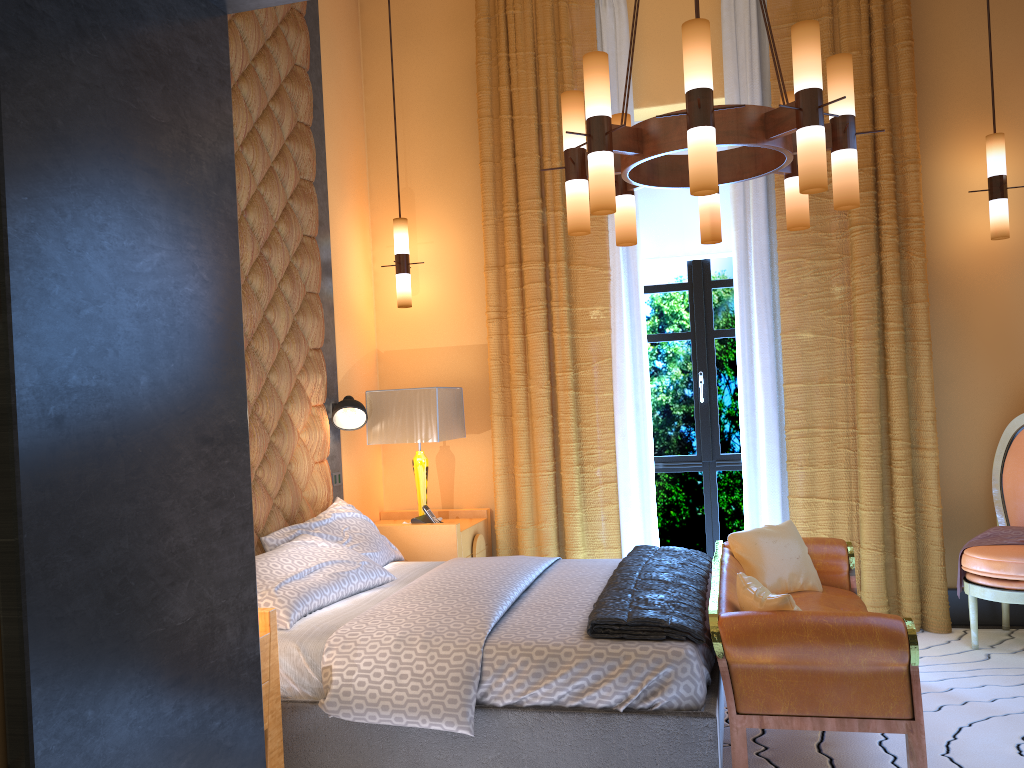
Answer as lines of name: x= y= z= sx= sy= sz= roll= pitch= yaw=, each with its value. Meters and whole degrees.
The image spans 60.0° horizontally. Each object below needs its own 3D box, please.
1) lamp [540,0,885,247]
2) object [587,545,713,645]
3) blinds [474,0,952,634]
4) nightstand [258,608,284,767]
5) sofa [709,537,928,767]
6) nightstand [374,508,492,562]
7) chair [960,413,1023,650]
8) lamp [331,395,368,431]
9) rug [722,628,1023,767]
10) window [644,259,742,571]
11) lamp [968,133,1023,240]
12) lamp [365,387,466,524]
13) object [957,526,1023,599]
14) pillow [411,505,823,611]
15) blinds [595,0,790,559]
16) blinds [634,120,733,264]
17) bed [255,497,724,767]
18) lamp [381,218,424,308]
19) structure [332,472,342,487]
lamp: x=0.664 y=-1.678 z=3.250 sx=1.141 sy=2.168 sz=1.140 roll=-3 pitch=0 yaw=36
object: x=0.589 y=0.804 z=3.564 sx=0.405 sy=0.104 sz=1.461 roll=-3 pitch=-1 yaw=14
blinds: x=1.013 y=-0.690 z=4.951 sx=2.451 sy=4.146 sz=0.134 roll=-3 pitch=0 yaw=14
nightstand: x=-1.151 y=1.090 z=2.615 sx=0.721 sy=0.700 sz=0.708 roll=-3 pitch=-1 yaw=14
sofa: x=1.144 y=1.018 z=3.512 sx=0.650 sy=0.640 sz=1.615 roll=-3 pitch=-1 yaw=14
nightstand: x=-0.518 y=1.117 z=5.157 sx=0.720 sy=0.690 sz=0.680 roll=-3 pitch=-1 yaw=14
chair: x=2.500 y=0.712 z=4.345 sx=0.632 sy=1.147 sz=0.500 roll=-3 pitch=0 yaw=-43
lamp: x=-0.720 y=0.163 z=4.858 sx=0.568 sy=0.218 sz=0.231 roll=-2 pitch=-1 yaw=-28
rug: x=0.690 y=1.358 z=3.372 sx=3.703 sy=0.016 sz=3.387 roll=-3 pitch=-1 yaw=14
window: x=1.155 y=-0.121 z=5.339 sx=1.200 sy=3.000 sz=0.130 roll=-3 pitch=0 yaw=14
lamp: x=2.490 y=-1.010 z=4.547 sx=0.199 sy=0.532 sz=0.199 roll=-3 pitch=0 yaw=-31
lamp: x=-0.529 y=0.429 z=5.056 sx=0.424 sy=0.802 sz=0.505 roll=-3 pitch=0 yaw=14
object: x=2.534 y=0.986 z=4.234 sx=0.428 sy=0.572 sz=0.803 roll=-3 pitch=-1 yaw=-28
pillow: x=0.612 y=0.804 z=4.191 sx=1.146 sy=0.407 sz=2.629 roll=-2 pitch=-1 yaw=-34
blinds: x=0.997 y=-0.664 z=5.041 sx=2.051 sy=4.075 sz=0.236 roll=-3 pitch=0 yaw=11
blinds: x=1.097 y=-1.184 z=5.328 sx=1.200 sy=0.873 sz=0.013 roll=-3 pitch=0 yaw=14
bed: x=-0.188 y=0.954 z=3.765 sx=2.107 sy=0.824 sz=1.888 roll=-3 pitch=-1 yaw=14
lamp: x=-0.659 y=-0.727 z=5.335 sx=0.199 sy=0.532 sz=0.199 roll=-3 pitch=0 yaw=-31
structure: x=-0.954 y=0.517 z=4.815 sx=0.016 sy=0.071 sz=0.103 roll=-3 pitch=-1 yaw=14
